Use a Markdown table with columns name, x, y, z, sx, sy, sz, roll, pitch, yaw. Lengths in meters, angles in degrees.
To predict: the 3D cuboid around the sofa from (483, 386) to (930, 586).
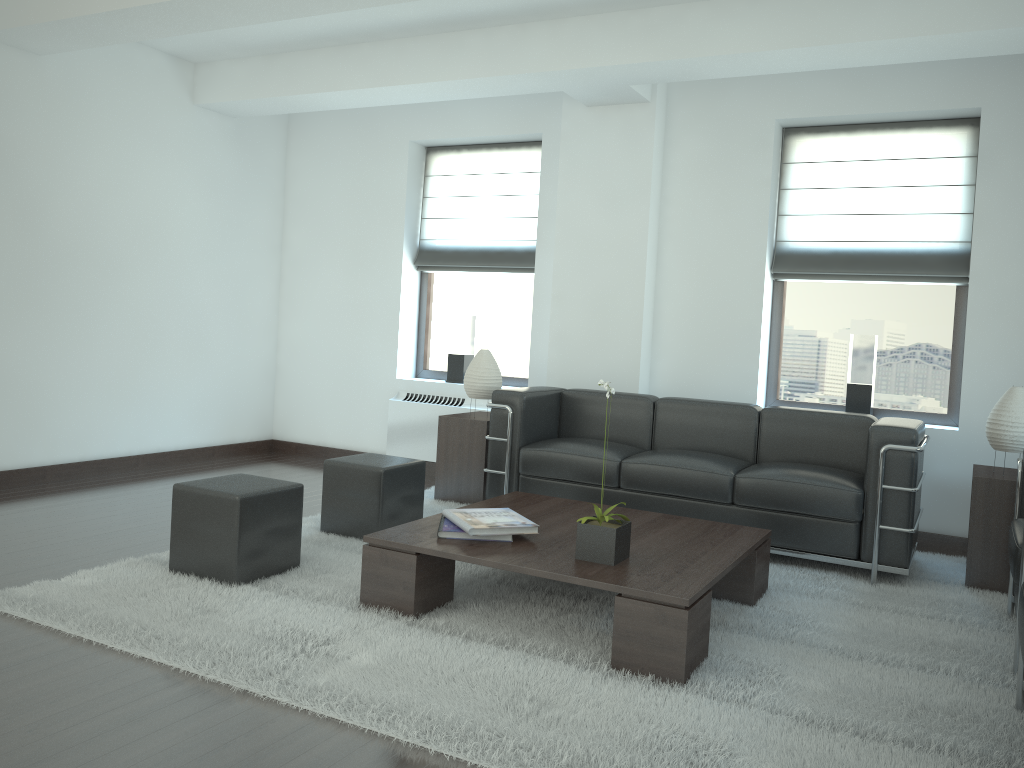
| name | x | y | z | sx | sy | sz | roll | pitch | yaw |
| --- | --- | --- | --- | --- | --- | --- | --- | --- | --- |
| sofa | 1.511 | 0.735 | 7.378 | 3.480 | 1.169 | 1.123 | 5 | 3 | 28 |

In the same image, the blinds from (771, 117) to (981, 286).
| name | x | y | z | sx | sy | sz | roll | pitch | yaw |
| --- | --- | --- | --- | --- | --- | --- | --- | --- | --- |
| blinds | 3.304 | -1.668 | 8.137 | 1.688 | 1.475 | 0.222 | 5 | 2 | 28 |

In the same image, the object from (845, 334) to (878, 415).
| name | x | y | z | sx | sy | sz | roll | pitch | yaw |
| --- | --- | --- | --- | --- | --- | --- | --- | --- | --- |
| object | 3.196 | -0.063 | 8.105 | 0.239 | 0.775 | 0.243 | 4 | 2 | 28 |

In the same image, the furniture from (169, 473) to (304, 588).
| name | x | y | z | sx | sy | sz | roll | pitch | yaw |
| --- | --- | --- | --- | --- | --- | --- | --- | --- | --- |
| furniture | -1.772 | 0.927 | 5.734 | 0.588 | 0.578 | 0.603 | 5 | 3 | 28 |

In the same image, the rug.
| name | x | y | z | sx | sy | sz | roll | pitch | yaw |
| --- | --- | --- | --- | --- | --- | --- | --- | --- | --- |
| rug | 0.925 | 1.353 | 5.759 | 6.258 | 0.110 | 5.170 | 5 | 4 | 28 |

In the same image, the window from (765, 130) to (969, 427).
| name | x | y | z | sx | sy | sz | roll | pitch | yaw |
| --- | --- | --- | --- | --- | --- | --- | --- | --- | --- |
| window | 3.337 | -1.047 | 8.300 | 1.702 | 2.729 | 0.146 | 4 | 2 | 28 |

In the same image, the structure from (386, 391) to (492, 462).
| name | x | y | z | sx | sy | sz | roll | pitch | yaw |
| --- | --- | --- | --- | --- | --- | --- | --- | --- | --- |
| structure | -0.720 | 0.501 | 9.799 | 1.463 | 0.726 | 0.193 | 5 | 2 | 28 |

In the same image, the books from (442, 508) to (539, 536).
| name | x | y | z | sx | sy | sz | roll | pitch | yaw |
| --- | --- | --- | --- | --- | --- | --- | --- | --- | --- |
| books | -0.138 | 0.835 | 5.400 | 0.446 | 0.045 | 0.519 | 2 | 4 | -21 |

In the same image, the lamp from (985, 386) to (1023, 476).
| name | x | y | z | sx | sy | sz | roll | pitch | yaw |
| --- | --- | --- | --- | --- | --- | --- | --- | --- | --- |
| lamp | 3.655 | 0.339 | 6.447 | 0.374 | 0.654 | 0.375 | 2 | 3 | -33 |

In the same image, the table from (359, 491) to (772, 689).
| name | x | y | z | sx | sy | sz | roll | pitch | yaw |
| --- | --- | --- | --- | --- | --- | --- | --- | --- | --- |
| table | 0.426 | 1.148 | 5.544 | 1.938 | 0.441 | 1.921 | 5 | 4 | 28 |

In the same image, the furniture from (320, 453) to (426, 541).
| name | x | y | z | sx | sy | sz | roll | pitch | yaw |
| --- | --- | --- | --- | --- | --- | --- | --- | --- | --- |
| furniture | -1.093 | 0.887 | 7.030 | 0.588 | 0.578 | 0.603 | 5 | 3 | 28 |

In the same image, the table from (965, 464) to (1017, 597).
| name | x | y | z | sx | sy | sz | roll | pitch | yaw |
| --- | --- | --- | --- | --- | --- | --- | --- | --- | --- |
| table | 3.654 | 1.082 | 6.514 | 0.527 | 0.844 | 0.786 | 4 | 3 | 28 |

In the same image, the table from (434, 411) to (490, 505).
| name | x | y | z | sx | sy | sz | roll | pitch | yaw |
| --- | --- | --- | --- | --- | --- | --- | --- | --- | --- |
| table | -0.301 | 0.729 | 8.592 | 0.527 | 0.844 | 0.786 | 4 | 3 | 28 |

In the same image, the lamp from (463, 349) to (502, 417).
| name | x | y | z | sx | sy | sz | roll | pitch | yaw |
| --- | --- | --- | --- | --- | --- | --- | --- | --- | --- |
| lamp | -0.280 | -0.012 | 8.513 | 0.375 | 0.654 | 0.374 | 5 | 2 | 32 |

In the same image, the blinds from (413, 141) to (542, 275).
| name | x | y | z | sx | sy | sz | roll | pitch | yaw |
| --- | --- | --- | --- | --- | --- | --- | --- | --- | --- |
| blinds | -0.322 | -1.992 | 10.042 | 1.688 | 1.475 | 0.222 | 5 | 2 | 28 |

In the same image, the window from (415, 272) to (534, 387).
| name | x | y | z | sx | sy | sz | roll | pitch | yaw |
| --- | --- | --- | --- | --- | --- | --- | --- | --- | --- |
| window | -0.291 | -1.371 | 10.205 | 1.702 | 2.729 | 0.146 | 4 | 2 | 28 |

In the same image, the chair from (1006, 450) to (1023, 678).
| name | x | y | z | sx | sy | sz | roll | pitch | yaw |
| --- | --- | --- | --- | --- | --- | --- | --- | --- | --- |
| chair | 3.391 | 0.994 | 4.898 | 1.124 | 1.169 | 1.646 | 5 | 3 | 28 |

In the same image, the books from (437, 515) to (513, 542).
| name | x | y | z | sx | sy | sz | roll | pitch | yaw |
| --- | --- | --- | --- | --- | --- | --- | --- | --- | --- |
| books | -0.222 | 0.873 | 5.439 | 0.446 | 0.045 | 0.519 | 3 | 3 | -2 |

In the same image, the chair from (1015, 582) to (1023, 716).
| name | x | y | z | sx | sy | sz | roll | pitch | yaw |
| --- | --- | --- | --- | --- | --- | --- | --- | --- | --- |
| chair | 2.601 | 1.040 | 3.410 | 1.124 | 1.169 | 1.646 | 5 | 3 | 28 |

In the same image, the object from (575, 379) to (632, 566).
| name | x | y | z | sx | sy | sz | roll | pitch | yaw |
| --- | --- | --- | --- | --- | --- | --- | --- | --- | --- |
| object | 0.529 | 0.473 | 4.938 | 0.252 | 0.991 | 0.335 | 4 | 2 | 28 |

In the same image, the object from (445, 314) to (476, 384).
| name | x | y | z | sx | sy | sz | roll | pitch | yaw |
| --- | --- | --- | --- | --- | --- | --- | --- | --- | --- |
| object | -0.574 | -0.400 | 10.086 | 0.239 | 0.775 | 0.243 | 4 | 2 | 28 |
